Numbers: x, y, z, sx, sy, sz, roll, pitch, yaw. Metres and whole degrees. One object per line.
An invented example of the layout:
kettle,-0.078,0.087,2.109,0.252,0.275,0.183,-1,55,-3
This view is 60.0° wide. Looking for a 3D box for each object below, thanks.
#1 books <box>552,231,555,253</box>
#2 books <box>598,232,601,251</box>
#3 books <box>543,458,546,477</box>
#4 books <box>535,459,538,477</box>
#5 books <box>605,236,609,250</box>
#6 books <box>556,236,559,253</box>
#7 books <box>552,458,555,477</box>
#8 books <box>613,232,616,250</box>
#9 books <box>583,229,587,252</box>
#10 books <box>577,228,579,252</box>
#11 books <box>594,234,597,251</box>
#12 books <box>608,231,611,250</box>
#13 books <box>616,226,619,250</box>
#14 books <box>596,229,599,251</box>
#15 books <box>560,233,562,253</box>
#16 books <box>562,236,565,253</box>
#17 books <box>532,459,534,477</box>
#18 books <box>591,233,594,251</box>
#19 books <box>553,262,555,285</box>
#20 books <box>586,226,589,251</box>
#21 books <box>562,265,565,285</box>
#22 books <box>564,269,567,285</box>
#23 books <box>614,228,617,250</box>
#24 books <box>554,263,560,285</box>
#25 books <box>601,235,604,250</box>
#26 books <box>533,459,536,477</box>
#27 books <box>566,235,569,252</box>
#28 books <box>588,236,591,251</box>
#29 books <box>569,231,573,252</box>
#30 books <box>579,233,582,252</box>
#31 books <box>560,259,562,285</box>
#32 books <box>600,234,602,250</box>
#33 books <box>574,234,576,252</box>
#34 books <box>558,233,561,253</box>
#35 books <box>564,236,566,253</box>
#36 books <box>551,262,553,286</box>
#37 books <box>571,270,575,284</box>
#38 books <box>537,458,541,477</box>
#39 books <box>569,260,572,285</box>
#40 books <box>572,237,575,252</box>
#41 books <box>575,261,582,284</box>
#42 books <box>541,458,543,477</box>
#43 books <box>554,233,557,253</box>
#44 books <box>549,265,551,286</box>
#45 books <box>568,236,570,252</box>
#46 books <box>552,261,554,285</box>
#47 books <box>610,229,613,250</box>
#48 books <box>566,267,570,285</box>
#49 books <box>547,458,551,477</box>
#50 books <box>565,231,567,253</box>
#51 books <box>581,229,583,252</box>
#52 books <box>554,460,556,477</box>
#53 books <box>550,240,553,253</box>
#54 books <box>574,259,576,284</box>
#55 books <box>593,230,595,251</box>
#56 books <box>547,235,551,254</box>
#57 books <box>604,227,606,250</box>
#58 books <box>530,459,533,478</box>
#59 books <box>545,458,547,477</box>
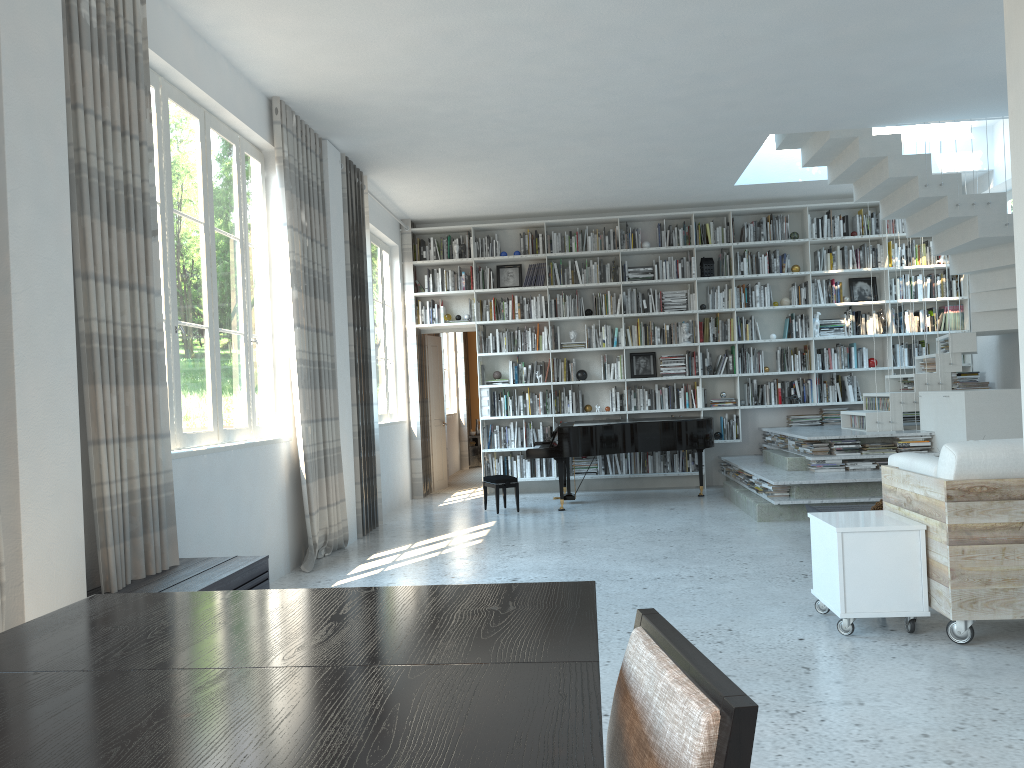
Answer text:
books,0.484,-1.628,10.343,0.021,0.279,0.140,-3,0,5
books,1.010,-1.627,10.274,0.021,0.228,0.161,-3,0,5
books,0.378,0.930,10.326,0.021,0.295,0.188,-3,0,5
books,0.292,0.969,10.343,0.022,0.224,0.141,-3,0,5
books,1.098,-1.609,10.263,0.031,0.185,0.176,-3,-1,5
books,0.536,-1.601,10.315,0.023,0.220,0.181,-3,0,5
books,0.482,0.935,10.339,0.027,0.276,0.143,-3,0,5
books,1.181,-1.633,10.253,0.026,0.225,0.172,-3,0,5
books,0.845,-1.642,10.284,0.052,0.273,0.172,-3,0,5
books,0.772,-1.651,10.296,0.010,0.299,0.151,-3,0,5
books,0.973,-1.617,10.297,0.029,0.213,0.141,-3,0,5
books,1.126,-1.636,10.270,0.026,0.237,0.149,-3,0,5
books,1.219,-1.667,10.253,0.026,0.288,0.176,-3,0,5
books,0.991,-1.645,10.268,0.014,0.266,0.192,-3,0,5
books,0.577,-1.618,10.310,0.012,0.250,0.174,-3,0,5
books,0.597,-1.598,10.296,0.029,0.208,0.178,-3,0,5
books,0.250,0.928,10.359,0.013,0.310,0.130,-3,0,5
books,0.930,-1.627,10.291,0.026,0.236,0.134,-3,0,5
books,0.489,-1.265,10.322,0.010,0.287,0.148,-3,0,5
books,0.878,-1.664,10.295,0.014,0.315,0.166,-3,0,5
books,0.599,-1.247,10.305,0.031,0.242,0.181,-3,0,5
books,0.628,-1.228,10.316,0.024,0.201,0.153,-3,0,5
books,1.200,-1.655,10.259,0.014,0.267,0.171,-3,0,5
books,0.529,-1.260,10.325,0.067,0.274,0.168,-3,0,5
books,1.046,-1.615,10.255,0.026,0.200,0.187,-3,0,5
books,0.271,0.976,10.357,0.024,0.214,0.137,-3,0,5
books,0.651,-1.613,10.333,0.025,0.235,0.129,-3,0,5
books,0.902,-1.603,10.285,0.031,0.190,0.181,-3,0,5
books,0.688,-1.632,10.320,0.028,0.268,0.151,-3,0,5
books,0.794,-1.620,10.306,0.029,0.235,0.130,-3,0,5
books,0.576,-1.283,10.305,0.012,0.315,0.171,-3,0,5
books,1.027,-1.617,10.260,0.013,0.207,0.178,-3,0,5
books,0.738,-1.618,10.304,0.013,0.234,0.154,-3,0,5
books,0.559,-1.618,10.316,0.023,0.251,0.170,-3,0,5
books,0.620,-1.599,10.307,0.015,0.207,0.166,-3,0,5
books,0.465,-1.262,10.326,0.013,0.283,0.158,-3,0,5
books,0.709,-1.221,10.312,0.034,0.180,0.160,-3,0,5
books,0.316,0.952,10.338,0.027,0.256,0.179,-3,0,5
books,0.677,-1.277,10.304,0.023,0.293,0.155,-3,0,5
books,0.717,-1.600,10.309,0.030,0.201,0.152,-3,0,5
books,0.772,-1.277,10.289,0.075,0.285,0.178,-3,0,5
books,0.351,0.947,10.358,0.040,0.264,0.137,-3,0,5
books,0.509,-1.617,10.321,0.031,0.254,0.145,-3,0,5
books,0.446,-1.248,10.313,0.023,0.256,0.174,-3,0,5
books,0.669,-1.605,10.323,0.012,0.216,0.150,-3,0,5
books,0.479,-1.275,10.345,0.014,0.309,0.130,-3,0,5
books,1.154,-1.650,10.276,0.029,0.261,0.151,-3,0,5
books,0.653,-1.238,10.307,0.029,0.219,0.157,-3,0,5
books,0.436,0.947,10.342,0.065,0.256,0.155,-3,0,5
books,0.631,-1.628,10.309,0.010,0.264,0.160,-3,0,5
books,0.813,-1.642,10.289,0.013,0.276,0.164,-3,0,5
books,0.501,0.955,10.295,0.017,0.233,0.212,-3,0,5
books,0.462,-1.579,10.335,0.024,0.183,0.133,-3,0,5
books,0.730,-1.290,10.318,0.013,0.315,0.135,-3,0,5
books,0.949,-1.644,10.291,0.014,0.269,0.156,-3,0,5
books,0.434,-1.605,10.322,0.029,0.237,0.156,-3,0,5
books,1.075,-1.658,10.271,0.013,0.285,0.159,-3,0,5
books,0.231,0.962,10.331,0.023,0.244,0.188,-3,0,5
books,0.394,0.925,10.322,0.012,0.303,0.165,-3,0,5
